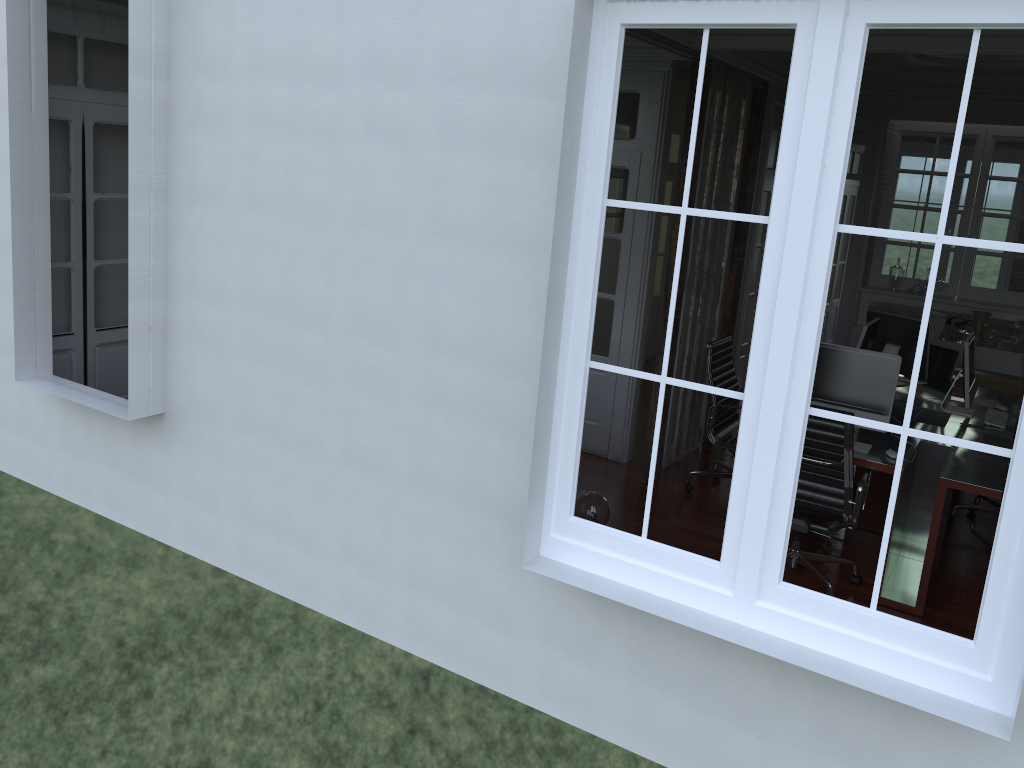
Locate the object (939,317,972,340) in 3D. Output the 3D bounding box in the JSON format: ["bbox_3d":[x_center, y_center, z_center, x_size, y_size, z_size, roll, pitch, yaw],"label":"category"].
[{"bbox_3d":[3.830,-0.480,7.675,0.383,0.177,0.159,-4,16,-33],"label":"object"}]

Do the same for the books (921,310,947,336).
[{"bbox_3d":[3.724,-0.539,7.842,0.150,0.191,0.145,4,12,-4],"label":"books"}]

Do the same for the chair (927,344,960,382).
[{"bbox_3d":[3.026,0.154,6.868,0.602,0.909,0.480,-2,14,-29],"label":"chair"}]

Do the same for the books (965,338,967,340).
[{"bbox_3d":[3.922,-0.425,7.826,0.180,0.011,0.249,4,14,-5],"label":"books"}]

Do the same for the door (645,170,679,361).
[{"bbox_3d":[1.702,-1.312,9.805,0.041,2.063,1.083,12,14,29],"label":"door"}]

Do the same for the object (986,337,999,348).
[{"bbox_3d":[4.033,-0.353,7.431,0.091,0.086,0.094,0,14,-23],"label":"object"}]

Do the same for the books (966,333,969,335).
[{"bbox_3d":[3.925,-0.463,7.831,0.168,0.007,0.192,5,14,2],"label":"books"}]

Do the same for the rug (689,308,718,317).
[{"bbox_3d":[3.318,-1.034,13.415,1.073,0.016,1.075,13,16,29],"label":"rug"}]

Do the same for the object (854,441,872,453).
[{"bbox_3d":[1.682,0.296,4.724,0.441,0.017,0.119,13,16,30],"label":"object"}]

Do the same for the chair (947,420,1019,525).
[{"bbox_3d":[3.160,0.456,5.525,0.702,1.012,0.670,11,14,25],"label":"chair"}]

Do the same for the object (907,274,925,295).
[{"bbox_3d":[3.511,-0.851,7.674,0.148,0.198,0.149,8,13,13],"label":"object"}]

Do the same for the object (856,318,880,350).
[{"bbox_3d":[2.341,-0.179,5.868,0.190,0.480,0.487,12,15,29],"label":"object"}]

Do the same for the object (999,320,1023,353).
[{"bbox_3d":[4.188,-0.406,7.327,0.188,0.269,0.168,-1,13,-24],"label":"object"}]

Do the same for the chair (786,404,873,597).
[{"bbox_3d":[1.523,0.538,4.646,0.669,1.012,0.703,13,15,34],"label":"chair"}]

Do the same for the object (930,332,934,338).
[{"bbox_3d":[3.598,-0.423,7.630,0.066,0.040,0.067,2,14,-12],"label":"object"}]

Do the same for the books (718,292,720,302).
[{"bbox_3d":[3.348,-1.426,14.305,0.048,0.190,0.145,12,14,29],"label":"books"}]

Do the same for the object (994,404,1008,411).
[{"bbox_3d":[3.192,0.150,5.779,0.059,0.028,0.107,3,14,-8],"label":"object"}]

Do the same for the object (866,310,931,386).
[{"bbox_3d":[2.689,-0.244,6.242,0.190,0.480,0.488,-3,15,-34],"label":"object"}]

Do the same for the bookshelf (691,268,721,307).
[{"bbox_3d":[3.485,-1.487,14.173,1.407,0.544,0.403,13,15,30],"label":"bookshelf"}]

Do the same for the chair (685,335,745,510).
[{"bbox_3d":[1.543,0.260,5.738,0.701,1.012,0.670,11,14,24],"label":"chair"}]

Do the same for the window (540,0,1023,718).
[{"bbox_3d":[0.841,-0.206,2.670,1.535,1.963,0.128,12,14,30],"label":"window"}]

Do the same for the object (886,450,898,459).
[{"bbox_3d":[1.957,0.357,4.553,0.059,0.028,0.107,5,14,-1],"label":"object"}]

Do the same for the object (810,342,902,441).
[{"bbox_3d":[1.839,0.038,4.853,0.486,0.480,0.191,13,14,30],"label":"object"}]

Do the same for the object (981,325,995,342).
[{"bbox_3d":[4.090,-0.443,7.674,0.160,0.151,0.218,9,14,15],"label":"object"}]

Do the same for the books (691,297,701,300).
[{"bbox_3d":[2.989,-1.415,14.461,0.224,0.028,0.309,8,15,10],"label":"books"}]

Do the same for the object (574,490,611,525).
[{"bbox_3d":[0.427,0.776,4.941,0.235,0.379,0.222,7,12,8],"label":"object"}]

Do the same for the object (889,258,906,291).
[{"bbox_3d":[3.397,-0.960,7.825,0.129,0.312,0.130,-3,14,-34],"label":"object"}]

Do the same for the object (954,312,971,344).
[{"bbox_3d":[3.816,-0.487,7.481,0.128,0.284,0.130,4,12,-3],"label":"object"}]

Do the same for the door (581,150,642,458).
[{"bbox_3d":[0.354,-0.622,6.452,1.063,2.156,0.041,12,13,30],"label":"door"}]

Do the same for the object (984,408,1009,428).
[{"bbox_3d":[3.015,0.211,5.507,0.119,0.017,0.442,13,16,29],"label":"object"}]

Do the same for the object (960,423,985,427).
[{"bbox_3d":[2.757,0.246,5.296,0.149,0.011,0.011,7,13,6],"label":"object"}]

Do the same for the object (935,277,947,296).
[{"bbox_3d":[3.740,-0.838,7.730,0.094,0.186,0.095,6,12,5],"label":"object"}]

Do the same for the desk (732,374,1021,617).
[{"bbox_3d":[2.370,0.511,5.608,1.307,0.720,2.524,13,16,29],"label":"desk"}]

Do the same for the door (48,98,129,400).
[{"bbox_3d":[-2.754,-0.696,5.685,0.041,2.158,1.167,12,14,29],"label":"door"}]

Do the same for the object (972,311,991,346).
[{"bbox_3d":[3.937,-0.469,7.468,0.144,0.275,0.144,-7,17,-44],"label":"object"}]

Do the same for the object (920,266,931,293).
[{"bbox_3d":[3.622,-0.894,7.741,0.088,0.268,0.088,11,13,25],"label":"object"}]

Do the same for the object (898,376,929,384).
[{"bbox_3d":[2.800,-0.053,6.464,0.441,0.017,0.119,13,16,30],"label":"object"}]

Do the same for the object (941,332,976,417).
[{"bbox_3d":[2.859,-0.063,5.594,0.190,0.480,0.487,12,15,29],"label":"object"}]
